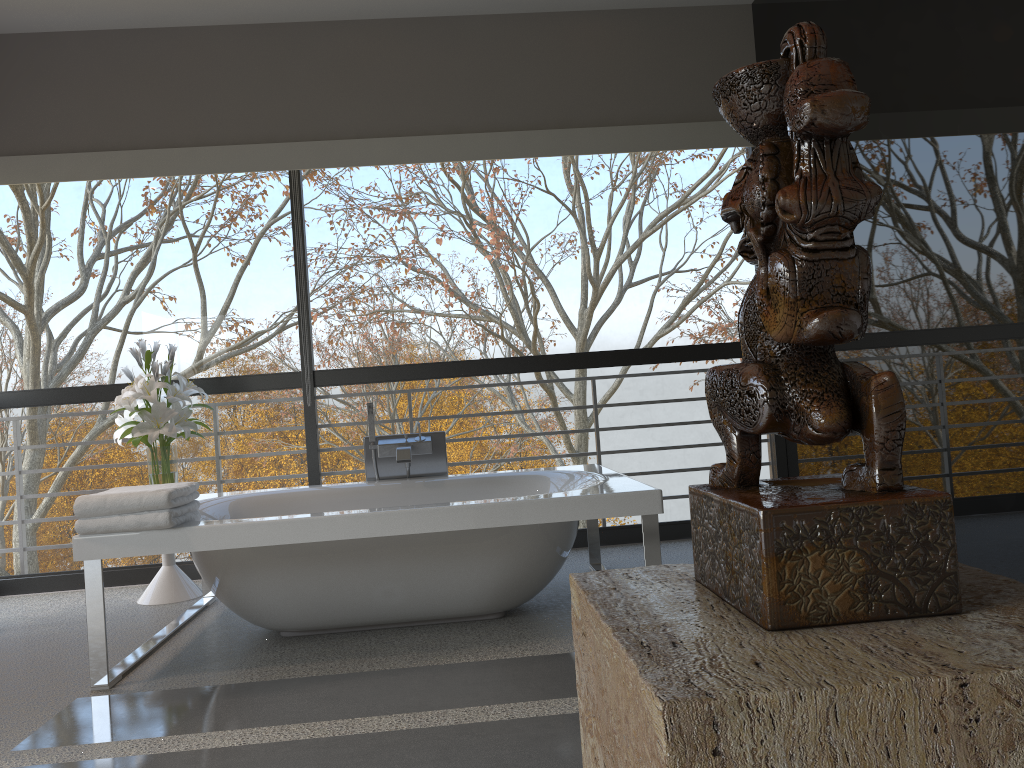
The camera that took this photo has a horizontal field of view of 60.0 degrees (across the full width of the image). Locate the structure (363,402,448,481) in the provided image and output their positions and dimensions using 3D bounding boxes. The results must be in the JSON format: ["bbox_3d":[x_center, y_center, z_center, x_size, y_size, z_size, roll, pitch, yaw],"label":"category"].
[{"bbox_3d":[-0.500,0.519,4.222,0.402,0.885,0.330,-4,-2,-4],"label":"structure"}]

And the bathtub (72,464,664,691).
[{"bbox_3d":[-0.489,0.694,3.610,1.958,0.504,1.327,-4,-1,-4],"label":"bathtub"}]

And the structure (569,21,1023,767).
[{"bbox_3d":[0.214,0.304,0.585,0.292,1.074,0.328,-4,-2,-4],"label":"structure"}]

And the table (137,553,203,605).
[{"bbox_3d":[-1.681,0.804,4.334,0.307,0.479,0.307,-4,-2,-20],"label":"table"}]

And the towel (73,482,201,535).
[{"bbox_3d":[-1.266,0.427,3.029,0.322,0.145,0.305,-4,-1,-1],"label":"towel"}]

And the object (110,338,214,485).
[{"bbox_3d":[-1.739,0.170,4.344,0.450,0.796,0.460,-5,-2,23],"label":"object"}]
